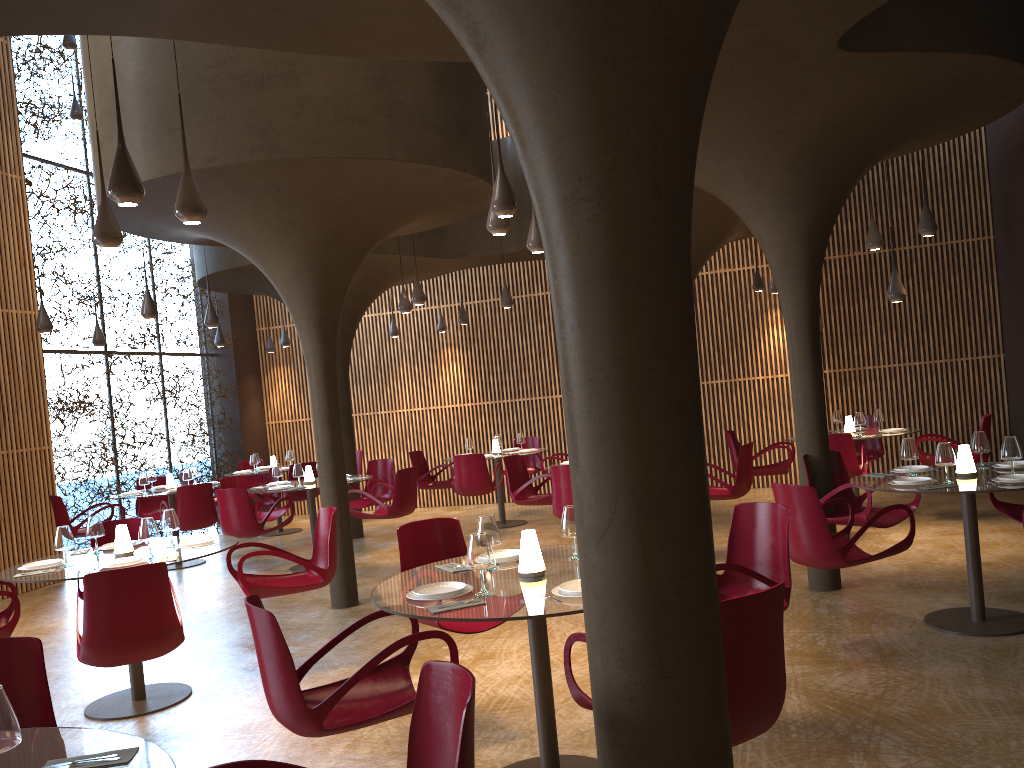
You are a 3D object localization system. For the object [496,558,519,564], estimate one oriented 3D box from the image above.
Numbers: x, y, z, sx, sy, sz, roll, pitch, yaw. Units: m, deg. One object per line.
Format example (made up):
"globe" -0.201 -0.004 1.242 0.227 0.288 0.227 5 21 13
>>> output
"object" -0.058 1.005 5.126 0.332 0.014 0.331 -6 -1 24

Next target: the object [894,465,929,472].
"object" 3.274 0.698 7.262 0.263 0.029 0.263 -6 -1 45

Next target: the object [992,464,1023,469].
"object" 3.946 0.641 6.945 0.332 0.014 0.331 -6 -1 33

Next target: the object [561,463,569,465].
"object" 0.761 0.978 10.952 0.332 0.014 0.331 -6 -1 43

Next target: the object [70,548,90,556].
"object" -3.479 1.354 7.142 0.126 0.017 0.262 -5 -1 -19

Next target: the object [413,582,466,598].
"object" -0.355 1.017 4.362 0.263 0.029 0.263 -5 -1 -38

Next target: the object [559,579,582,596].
"object" 0.350 0.948 4.132 0.263 0.029 0.263 -6 -1 37

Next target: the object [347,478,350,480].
"object" -2.250 1.259 11.592 0.263 0.029 0.263 -6 -1 40

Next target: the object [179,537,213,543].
"object" -2.554 1.267 7.170 0.261 0.017 0.126 -5 -1 -25

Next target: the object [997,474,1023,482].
"object" 3.555 0.662 6.225 0.263 0.029 0.263 -5 0 2

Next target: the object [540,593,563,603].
"object" 0.347 0.959 4.130 0.410 0.012 0.204 -5 -1 -28

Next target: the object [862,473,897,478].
"object" 2.982 0.742 7.194 0.126 0.017 0.262 -5 -1 -17

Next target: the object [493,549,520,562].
"object" -0.059 0.995 5.126 0.263 0.029 0.263 -5 -1 -37

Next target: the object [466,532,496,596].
"object" -0.149 0.869 4.279 0.142 0.295 0.142 -5 1 10

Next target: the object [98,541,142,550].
"object" -3.190 1.320 7.224 0.332 0.014 0.331 -6 -1 32

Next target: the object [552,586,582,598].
"object" 0.351 0.958 4.133 0.332 0.014 0.331 -6 -1 41

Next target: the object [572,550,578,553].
"object" 0.489 0.961 5.145 0.261 0.017 0.126 -5 0 -18

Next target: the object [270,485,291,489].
"object" -2.961 1.324 11.357 0.263 0.029 0.263 -6 -1 25

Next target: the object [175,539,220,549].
"object" -2.444 1.246 6.888 0.332 0.014 0.331 -6 -1 39

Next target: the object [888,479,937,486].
"object" 2.971 0.730 6.575 0.332 0.014 0.332 -5 0 2

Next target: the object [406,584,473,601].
"object" -0.354 1.026 4.362 0.332 0.014 0.331 -6 -1 13

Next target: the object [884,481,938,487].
"object" 2.970 0.732 6.580 0.204 0.012 0.411 -5 -1 -15

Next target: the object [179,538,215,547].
"object" -2.445 1.237 6.888 0.263 0.029 0.263 -5 -1 -28

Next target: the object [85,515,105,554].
"object" -3.294 1.190 7.007 0.142 0.295 0.142 -6 1 -32

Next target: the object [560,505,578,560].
"object" 0.341 0.828 4.945 0.141 0.295 0.142 -6 1 -42

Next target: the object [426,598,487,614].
"object" -0.256 1.022 4.076 0.261 0.017 0.126 -5 -1 -22

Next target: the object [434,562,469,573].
"object" -0.331 1.037 5.001 0.126 0.017 0.262 -5 -1 -28

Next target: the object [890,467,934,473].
"object" 3.275 0.707 7.262 0.332 0.014 0.332 -5 0 0

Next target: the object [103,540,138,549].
"object" -3.191 1.310 7.224 0.263 0.029 0.263 -5 0 -13

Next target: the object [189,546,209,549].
"object" -2.441 1.247 6.885 0.204 0.012 0.411 -5 -1 -29

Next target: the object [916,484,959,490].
"object" 3.013 0.731 6.276 0.262 0.017 0.126 -5 0 -11

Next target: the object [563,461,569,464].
"object" 0.760 0.968 10.952 0.263 0.029 0.263 -6 -1 23

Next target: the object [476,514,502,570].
"object" -0.129 0.872 4.898 0.142 0.295 0.142 -6 1 -18

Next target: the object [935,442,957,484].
"object" 3.157 0.574 6.451 0.142 0.295 0.142 -5 1 21

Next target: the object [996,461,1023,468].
"object" 3.945 0.631 6.945 0.263 0.029 0.263 -5 -1 -24

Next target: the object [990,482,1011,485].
"object" 3.552 0.673 6.222 0.410 0.012 0.204 -5 -1 -25

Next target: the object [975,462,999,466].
"object" 3.886 0.657 7.242 0.262 0.017 0.126 -5 0 -15

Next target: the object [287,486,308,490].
"object" -2.711 1.316 11.185 0.126 0.017 0.261 -6 -1 31

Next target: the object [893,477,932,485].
"object" 2.971 0.721 6.575 0.263 0.029 0.263 -5 -1 -27

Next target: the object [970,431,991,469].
"object" 3.727 0.525 7.051 0.142 0.295 0.141 -5 1 29

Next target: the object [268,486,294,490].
"object" -2.960 1.334 11.357 0.332 0.014 0.331 -5 0 9

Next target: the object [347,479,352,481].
"object" -2.249 1.269 11.593 0.331 0.014 0.332 -5 -1 -44

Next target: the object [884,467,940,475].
"object" 3.279 0.708 7.264 0.410 0.012 0.204 -5 -1 -21

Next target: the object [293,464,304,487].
"object" -2.750 1.177 11.420 0.142 0.295 0.142 -5 1 8

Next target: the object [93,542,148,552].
"object" -3.186 1.321 7.227 0.410 0.012 0.204 -5 -1 -24

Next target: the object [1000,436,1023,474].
"object" 3.629 0.529 6.439 0.142 0.295 0.142 -5 1 1

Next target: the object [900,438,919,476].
"object" 3.161 0.579 7.050 0.141 0.295 0.142 -6 1 -40

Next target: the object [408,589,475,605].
"object" -0.356 1.028 4.366 0.204 0.012 0.411 -5 -1 -26

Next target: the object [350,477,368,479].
"object" -2.055 1.259 11.824 0.262 0.017 0.126 -6 -1 37

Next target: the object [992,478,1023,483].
"object" 3.556 0.672 6.225 0.332 0.014 0.332 -5 0 -1
